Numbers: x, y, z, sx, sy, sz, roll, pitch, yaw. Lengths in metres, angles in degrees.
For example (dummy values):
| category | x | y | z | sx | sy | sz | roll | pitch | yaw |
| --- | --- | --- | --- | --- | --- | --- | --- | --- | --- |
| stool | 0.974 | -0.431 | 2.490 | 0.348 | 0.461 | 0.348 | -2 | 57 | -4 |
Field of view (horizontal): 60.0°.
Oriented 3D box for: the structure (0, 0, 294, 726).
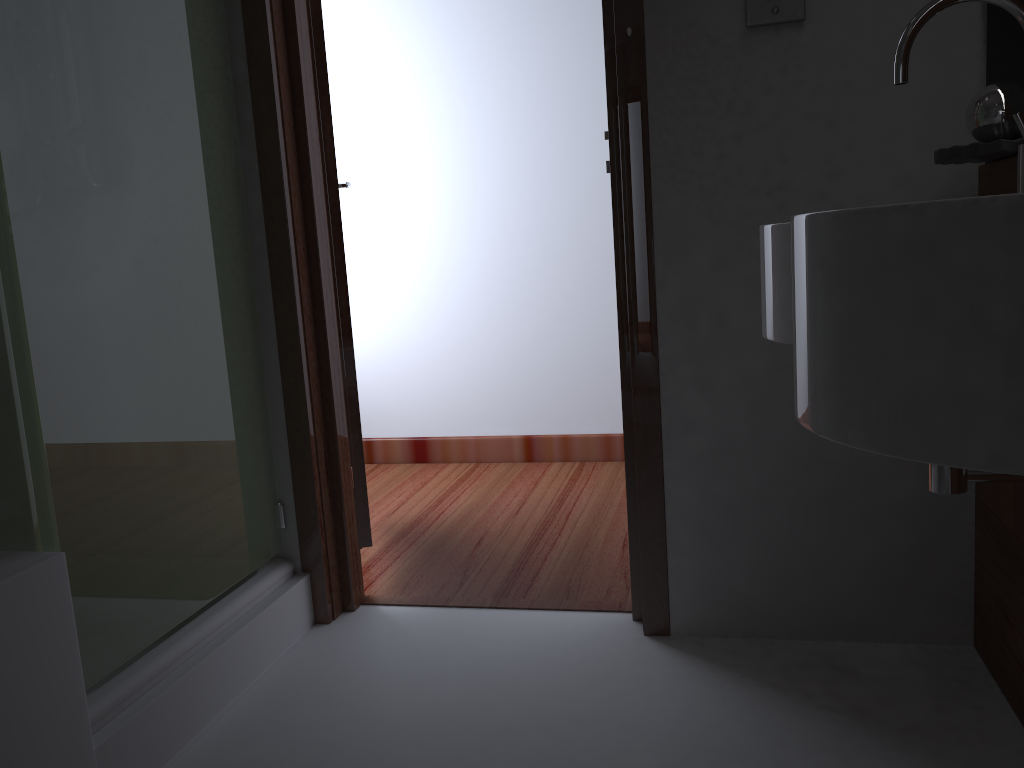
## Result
| category | x | y | z | sx | sy | sz | roll | pitch | yaw |
| --- | --- | --- | --- | --- | --- | --- | --- | --- | --- |
| structure | -1.150 | -0.363 | 1.750 | 1.015 | 2.079 | 0.765 | -2 | 9 | 14 |

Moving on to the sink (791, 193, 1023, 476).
| category | x | y | z | sx | sy | sz | roll | pitch | yaw |
| --- | --- | --- | --- | --- | --- | --- | --- | --- | --- |
| sink | 0.430 | -0.084 | 0.670 | 0.417 | 0.715 | 0.415 | -2 | 9 | 14 |

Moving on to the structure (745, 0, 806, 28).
| category | x | y | z | sx | sy | sz | roll | pitch | yaw |
| --- | --- | --- | --- | --- | --- | --- | --- | --- | --- |
| structure | 0.496 | -0.767 | 1.676 | 0.109 | 0.164 | 0.028 | -2 | 9 | 14 |

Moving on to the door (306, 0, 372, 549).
| category | x | y | z | sx | sy | sz | roll | pitch | yaw |
| --- | --- | --- | --- | --- | --- | --- | --- | --- | --- |
| door | -0.484 | -0.506 | 2.455 | 0.095 | 1.780 | 0.708 | -5 | 9 | -10 |

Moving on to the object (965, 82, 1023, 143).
| category | x | y | z | sx | sy | sz | roll | pitch | yaw |
| --- | --- | --- | --- | --- | --- | --- | --- | --- | --- |
| object | 0.677 | -0.354 | 0.891 | 0.104 | 0.104 | 1.350 | -2 | 9 | 14 |

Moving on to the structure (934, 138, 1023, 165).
| category | x | y | z | sx | sy | sz | roll | pitch | yaw |
| --- | --- | --- | --- | --- | --- | --- | --- | --- | --- |
| structure | 0.837 | -0.395 | 1.500 | 0.220 | 0.023 | 0.222 | -8 | 9 | -26 |

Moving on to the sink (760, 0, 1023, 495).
| category | x | y | z | sx | sy | sz | roll | pitch | yaw |
| --- | --- | --- | --- | --- | --- | --- | --- | --- | --- |
| sink | 0.574 | -0.185 | 1.277 | 0.417 | 0.715 | 0.415 | -2 | 9 | 14 |
